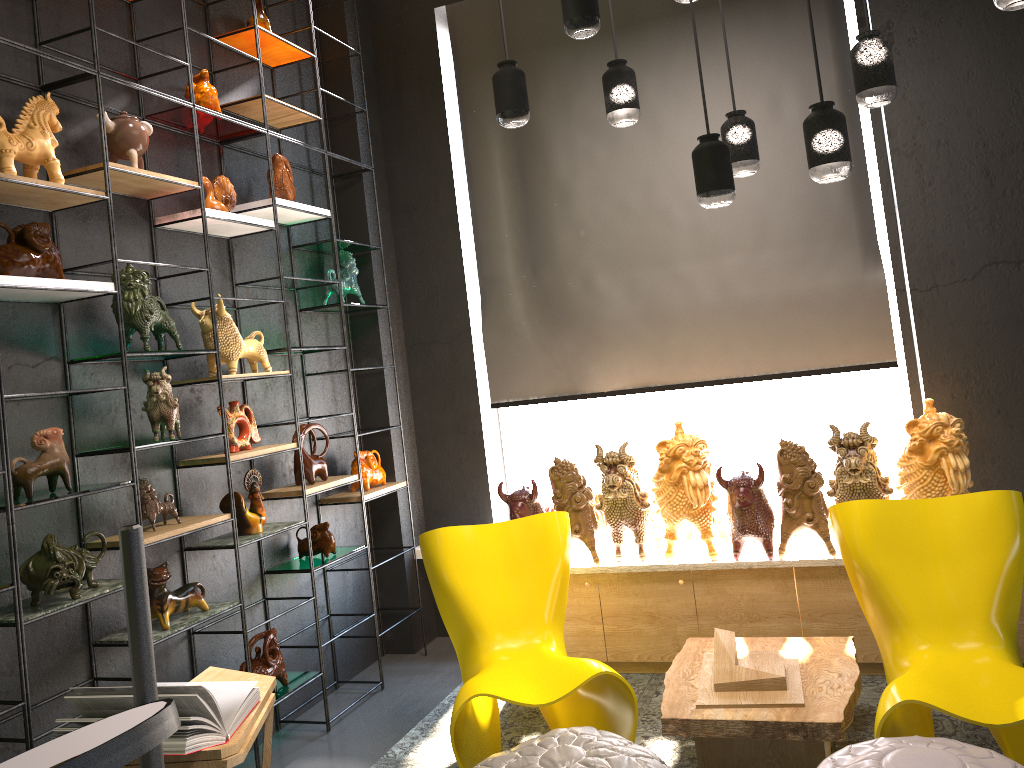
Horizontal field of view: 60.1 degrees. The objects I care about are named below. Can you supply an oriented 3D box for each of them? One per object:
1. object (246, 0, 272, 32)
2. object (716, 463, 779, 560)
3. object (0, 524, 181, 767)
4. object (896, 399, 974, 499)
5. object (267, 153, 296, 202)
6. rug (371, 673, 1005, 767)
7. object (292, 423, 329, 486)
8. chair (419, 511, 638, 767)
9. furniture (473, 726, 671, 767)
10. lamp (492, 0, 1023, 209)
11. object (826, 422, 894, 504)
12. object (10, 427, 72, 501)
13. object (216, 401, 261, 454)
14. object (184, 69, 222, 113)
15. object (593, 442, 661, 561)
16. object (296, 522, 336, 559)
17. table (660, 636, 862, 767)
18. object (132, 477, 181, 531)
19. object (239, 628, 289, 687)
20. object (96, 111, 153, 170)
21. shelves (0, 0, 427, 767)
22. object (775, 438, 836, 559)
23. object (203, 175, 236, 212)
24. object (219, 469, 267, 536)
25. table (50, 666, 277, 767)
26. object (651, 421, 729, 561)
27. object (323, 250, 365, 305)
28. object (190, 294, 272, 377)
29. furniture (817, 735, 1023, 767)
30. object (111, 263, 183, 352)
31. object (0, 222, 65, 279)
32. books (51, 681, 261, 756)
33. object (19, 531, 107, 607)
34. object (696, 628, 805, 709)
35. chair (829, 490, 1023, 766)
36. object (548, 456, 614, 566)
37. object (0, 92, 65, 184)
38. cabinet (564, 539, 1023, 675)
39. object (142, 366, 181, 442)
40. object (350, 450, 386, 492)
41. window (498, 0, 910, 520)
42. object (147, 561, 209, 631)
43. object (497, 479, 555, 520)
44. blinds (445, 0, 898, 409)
[{"bbox_3d":[-1.277,-1.822,4.393,0.097,0.291,0.288,-5,-2,-31],"label":"object"},{"bbox_3d":[1.117,0.568,4.120,0.218,0.442,0.463,-8,-1,25],"label":"object"},{"bbox_3d":[-0.324,0.425,0.637,0.240,0.603,0.238,-4,-4,-43],"label":"object"},{"bbox_3d":[1.838,0.384,3.861,0.306,0.657,0.469,-8,-2,25],"label":"object"},{"bbox_3d":[-1.140,-0.989,4.366,0.126,0.250,0.252,-6,-1,-10],"label":"object"},{"bbox_3d":[1.116,1.341,2.911,3.585,0.010,2.192,-6,1,20],"label":"rug"},{"bbox_3d":[-0.985,0.338,4.291,0.114,0.291,0.249,-8,-2,20],"label":"object"},{"bbox_3d":[0.012,1.014,3.561,0.659,0.899,1.065,-6,-1,-10],"label":"chair"},{"bbox_3d":[0.166,1.264,2.568,0.677,0.384,0.680,-7,0,20],"label":"furniture"},{"bbox_3d":[0.249,-1.658,1.918,2.683,2.280,2.830,-6,-1,-26],"label":"lamp"},{"bbox_3d":[1.549,0.452,3.980,0.271,0.581,0.429,-7,-2,14],"label":"object"},{"bbox_3d":[-1.533,0.257,2.874,0.119,0.221,0.212,-7,-1,5],"label":"object"},{"bbox_3d":[-1.187,0.183,3.854,0.060,0.224,0.267,-8,-1,21],"label":"object"},{"bbox_3d":[-1.399,-1.264,3.951,0.139,0.223,0.276,-5,-2,-39],"label":"object"},{"bbox_3d":[0.552,0.563,4.348,0.271,0.581,0.429,-7,-2,14],"label":"object"},{"bbox_3d":[-0.954,0.755,4.284,0.210,0.169,0.105,-7,-2,20],"label":"object"},{"bbox_3d":[0.918,1.208,3.212,0.692,0.310,0.830,-7,0,20],"label":"table"},{"bbox_3d":[-1.344,0.445,3.346,0.096,0.211,0.183,-8,-2,23],"label":"object"},{"bbox_3d":[-1.062,1.191,3.732,0.126,0.250,0.253,-8,-1,20],"label":"object"},{"bbox_3d":[-1.489,-0.924,3.420,0.164,0.267,0.236,-6,-1,-8],"label":"object"},{"bbox_3d":[-1.341,-0.352,3.636,0.274,3.921,2.994,-8,-2,21],"label":"shelves"},{"bbox_3d":[1.358,0.500,4.083,0.248,0.547,0.476,-8,-2,28],"label":"object"},{"bbox_3d":[-1.293,-0.828,3.913,0.107,0.210,0.234,-9,-2,37],"label":"object"},{"bbox_3d":[-1.141,0.508,3.809,0.123,0.271,0.227,-8,-2,20],"label":"object"},{"bbox_3d":[-0.919,1.276,2.607,0.494,0.621,0.734,-7,-1,21],"label":"table"},{"bbox_3d":[0.841,0.495,4.229,0.306,0.657,0.469,-8,-2,25],"label":"object"},{"bbox_3d":[-0.927,-0.583,4.812,0.151,0.333,0.289,-7,-2,13],"label":"object"},{"bbox_3d":[-1.213,-0.205,3.850,0.174,0.353,0.370,-8,-1,25],"label":"object"},{"bbox_3d":[1.073,1.171,2.238,0.613,0.421,0.610,-7,0,15],"label":"furniture"},{"bbox_3d":[-1.409,-0.291,3.378,0.167,0.357,0.255,-8,-2,25],"label":"object"},{"bbox_3d":[-1.614,-0.436,2.914,0.138,0.223,0.278,-7,-1,20],"label":"object"},{"bbox_3d":[-1.022,0.940,2.581,0.400,0.233,0.481,-7,0,7],"label":"books"},{"bbox_3d":[-1.472,0.586,2.880,0.192,0.221,0.401,-6,0,-10],"label":"object"},{"bbox_3d":[0.848,0.993,3.181,0.350,0.137,0.520,-7,1,15],"label":"object"},{"bbox_3d":[1.497,0.848,3.005,0.656,0.899,1.069,-7,-1,15],"label":"chair"},{"bbox_3d":[0.361,0.611,4.450,0.248,0.547,0.476,-8,-2,28],"label":"object"},{"bbox_3d":[-1.656,-0.831,2.960,0.169,0.364,0.375,-7,-1,16],"label":"object"},{"bbox_3d":[1.337,1.031,4.081,2.722,0.532,0.404,-6,-2,20],"label":"cabinet"},{"bbox_3d":[-1.339,0.079,3.367,0.131,0.281,0.207,-6,-2,-22],"label":"object"},{"bbox_3d":[-0.780,0.457,4.788,0.138,0.223,0.278,-7,-1,21],"label":"object"},{"bbox_3d":[0.888,-0.811,5.077,2.301,3.179,0.051,-7,-3,20],"label":"window"},{"bbox_3d":[-1.264,0.772,3.341,0.155,0.236,0.309,-8,-1,24],"label":"object"},{"bbox_3d":[0.121,0.679,4.488,0.218,0.442,0.463,-8,-1,25],"label":"object"},{"bbox_3d":[-1.823,-0.590,5.270,12.650,3.320,3.533,-6,0,41],"label":"blinds"}]
